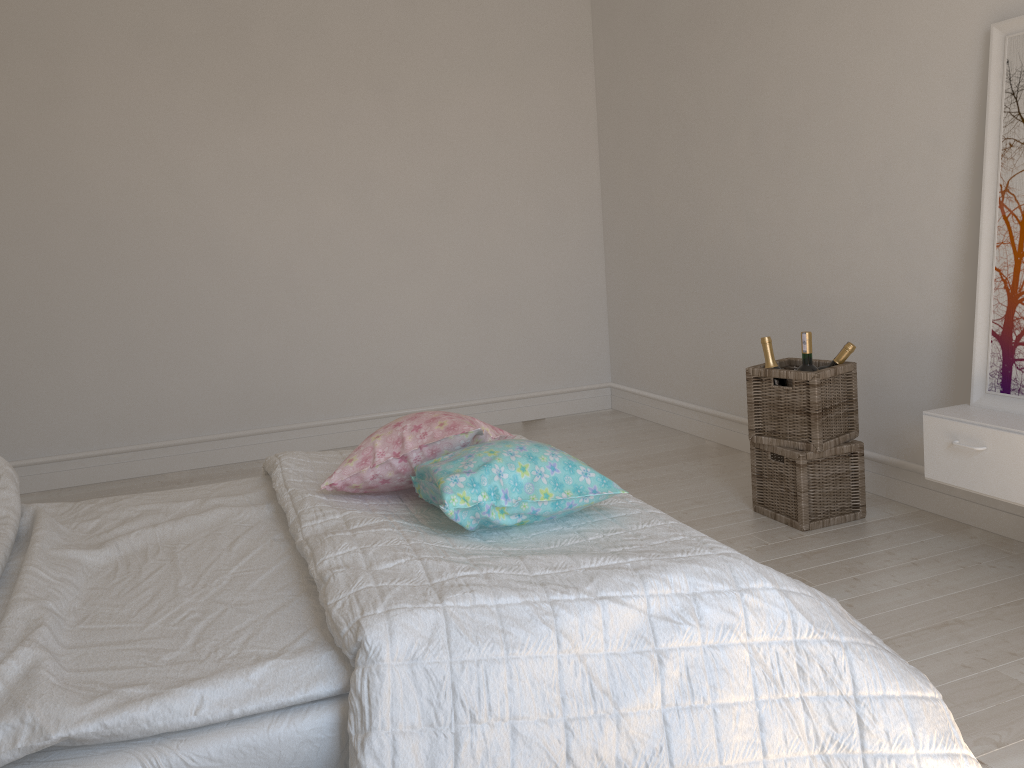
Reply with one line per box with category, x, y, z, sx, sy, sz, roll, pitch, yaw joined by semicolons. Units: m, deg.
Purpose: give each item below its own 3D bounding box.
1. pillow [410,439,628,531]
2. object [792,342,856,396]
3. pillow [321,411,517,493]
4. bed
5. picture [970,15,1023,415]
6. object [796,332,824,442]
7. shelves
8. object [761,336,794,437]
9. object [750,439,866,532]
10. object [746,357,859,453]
pillow;-0.008;0.198;1.777;0.363;0.167;0.385;-6;9;-17
object;1.082;0.013;3.149;0.284;0.330;0.096;0;5;28
pillow;-0.195;0.152;1.998;0.353;0.201;0.398;-2;8;11
bed;-0.468;0.480;1.695;2.218;0.626;1.967;-7;10;-21
picture;1.612;-0.462;2.317;0.164;1.154;0.859;-5;6;-21
object;1.019;0.009;3.033;0.095;0.375;0.095;-4;4;-5
shelves;1.597;0.242;2.229;0.369;0.208;1.122;-7;10;-21
object;0.942;0.013;3.120;0.095;0.359;0.127;-7;6;-41
object;1.047;0.332;3.134;0.277;0.268;0.278;-6;7;-22
object;1.029;0.065;3.129;0.278;0.268;0.276;-9;9;-41
